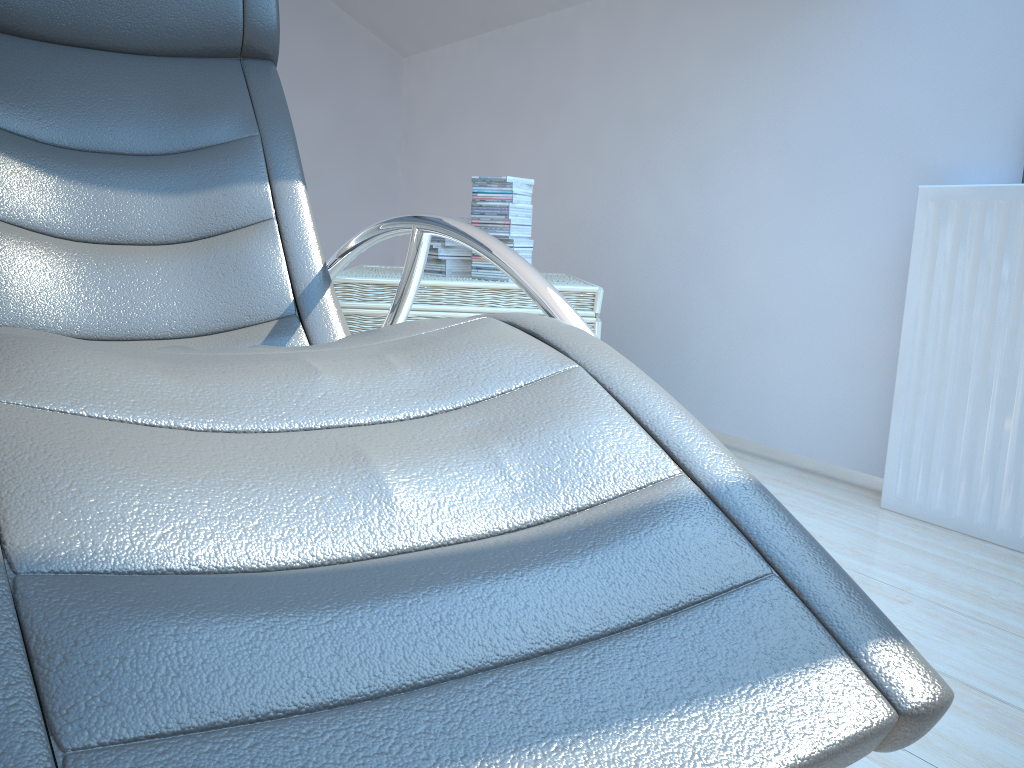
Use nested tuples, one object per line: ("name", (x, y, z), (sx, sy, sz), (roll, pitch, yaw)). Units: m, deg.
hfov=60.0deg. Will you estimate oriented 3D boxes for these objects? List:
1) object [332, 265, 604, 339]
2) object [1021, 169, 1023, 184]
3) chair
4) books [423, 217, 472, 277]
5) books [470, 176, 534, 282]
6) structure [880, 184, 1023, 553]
("object", (-0.154, -0.083, 2.765), (0.745, 0.518, 0.744), (2, 10, -3))
("object", (1.385, -0.455, 1.629), (0.030, 0.180, 0.846), (-4, 12, -33))
("chair", (-0.455, -0.205, 1.203), (0.836, 1.251, 1.938), (-4, 12, -33))
("books", (-0.197, -0.419, 2.724), (0.162, 0.184, 0.165), (-4, 12, -34))
("books", (-0.032, -0.447, 2.581), (0.149, 0.300, 0.149), (8, 11, 27))
("structure", (1.359, 0.028, 1.668), (0.120, 0.800, 1.324), (-4, 12, -33))
